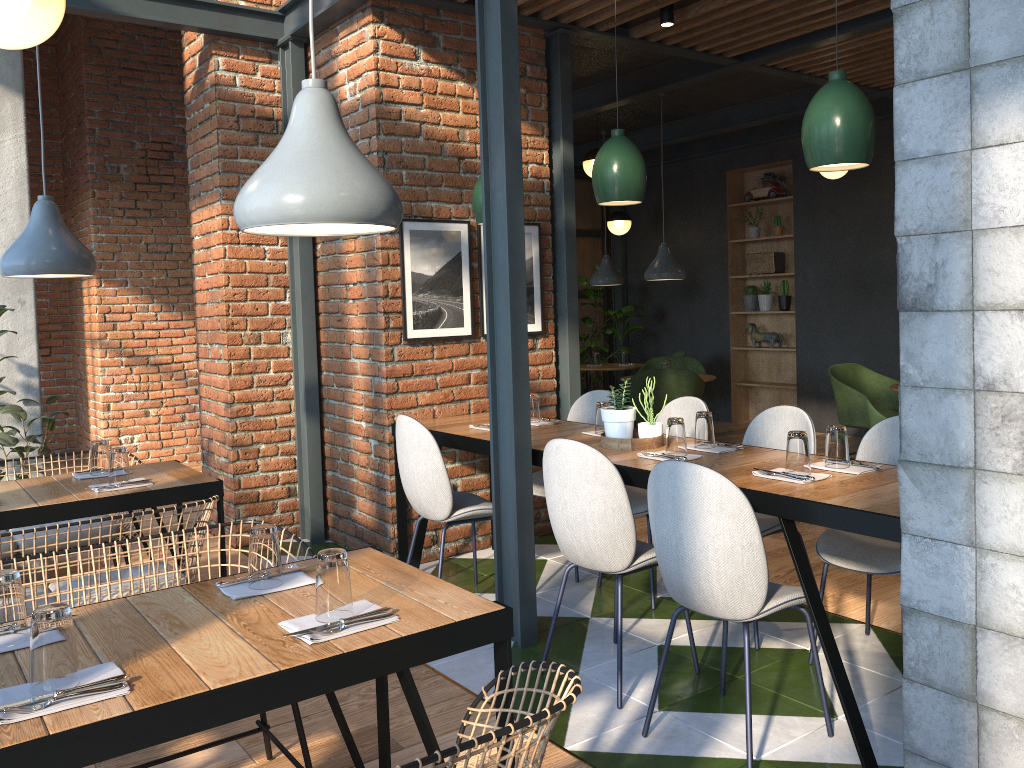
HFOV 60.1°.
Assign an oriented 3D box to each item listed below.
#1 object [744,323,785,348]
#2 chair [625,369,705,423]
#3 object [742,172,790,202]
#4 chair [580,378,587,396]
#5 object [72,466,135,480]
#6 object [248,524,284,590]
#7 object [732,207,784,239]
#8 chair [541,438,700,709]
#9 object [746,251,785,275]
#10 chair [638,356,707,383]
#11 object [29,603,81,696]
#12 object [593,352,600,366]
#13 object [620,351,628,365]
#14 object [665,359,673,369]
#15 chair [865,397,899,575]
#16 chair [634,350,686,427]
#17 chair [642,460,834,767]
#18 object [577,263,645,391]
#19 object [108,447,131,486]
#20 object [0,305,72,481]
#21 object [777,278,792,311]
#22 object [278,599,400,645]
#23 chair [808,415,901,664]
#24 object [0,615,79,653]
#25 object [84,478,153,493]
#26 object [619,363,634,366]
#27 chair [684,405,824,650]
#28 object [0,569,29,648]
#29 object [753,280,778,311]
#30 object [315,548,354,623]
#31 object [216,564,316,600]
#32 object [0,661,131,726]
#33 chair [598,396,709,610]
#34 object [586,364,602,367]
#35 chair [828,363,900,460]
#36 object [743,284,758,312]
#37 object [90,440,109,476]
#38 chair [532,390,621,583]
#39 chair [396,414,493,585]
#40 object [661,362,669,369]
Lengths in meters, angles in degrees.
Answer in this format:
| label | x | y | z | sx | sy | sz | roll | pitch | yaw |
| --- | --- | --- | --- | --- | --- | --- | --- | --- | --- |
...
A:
| label | x | y | z | sx | sy | sz | roll | pitch | yaw |
| --- | --- | --- | --- | --- | --- | --- | --- | --- | --- |
| object | 2.651 | -0.511 | 9.297 | 0.151 | 0.257 | 0.522 | -4 | 5 | -36 |
| chair | 1.236 | 0.267 | 7.120 | 0.638 | 0.817 | 0.516 | -1 | 3 | 9 |
| object | 2.640 | -2.045 | 9.204 | 0.204 | 0.284 | 0.517 | -4 | 5 | -36 |
| chair | 0.512 | 0.104 | 9.209 | 0.515 | 0.817 | 0.640 | -2 | 3 | -4 |
| object | -1.687 | 0.364 | 3.673 | 0.243 | 0.019 | 0.157 | -5 | 6 | -35 |
| object | -0.581 | 0.403 | 2.081 | 0.080 | 0.138 | 0.080 | 0 | 3 | 29 |
| object | 2.579 | -1.690 | 9.261 | 0.537 | 0.328 | 0.174 | 1 | 4 | 34 |
| chair | 0.376 | 0.610 | 3.208 | 0.508 | 0.886 | 0.418 | -4 | 4 | -39 |
| object | 2.653 | -1.266 | 9.284 | 0.199 | 0.241 | 0.340 | -5 | 5 | -41 |
| chair | 1.467 | 0.170 | 8.124 | 0.638 | 0.817 | 0.516 | -1 | 3 | 14 |
| object | -0.798 | 0.458 | 1.541 | 0.080 | 0.138 | 0.080 | 0 | 3 | 29 |
| object | 0.879 | -0.264 | 9.231 | 0.080 | 0.138 | 0.080 | 0 | 4 | 32 |
| object | 1.165 | -0.270 | 9.200 | 0.080 | 0.138 | 0.080 | -4 | 3 | -28 |
| object | 1.366 | -0.145 | 7.723 | 0.080 | 0.138 | 0.080 | -2 | 3 | 2 |
| chair | 2.037 | 0.482 | 4.408 | 0.515 | 0.817 | 0.640 | -1 | 4 | 19 |
| chair | 1.543 | 0.070 | 9.213 | 0.515 | 0.817 | 0.640 | -2 | 3 | 1 |
| chair | 0.680 | 0.643 | 2.720 | 0.508 | 0.886 | 0.418 | -4 | 4 | -39 |
| object | 1.015 | -0.473 | 10.018 | 1.058 | 1.791 | 0.722 | -3 | 3 | -25 |
| object | -1.514 | 0.315 | 3.413 | 0.080 | 0.138 | 0.080 | 0 | 3 | 28 |
| object | -2.543 | 0.322 | 4.043 | 0.860 | 1.494 | 0.899 | -3 | 3 | -17 |
| object | 2.786 | -0.921 | 9.056 | 0.144 | 0.349 | 0.144 | -3 | 3 | -19 |
| object | -0.366 | 0.485 | 1.824 | 0.243 | 0.019 | 0.157 | -6 | 6 | -37 |
| chair | 1.361 | 0.578 | 3.202 | 0.508 | 0.886 | 0.418 | -4 | 4 | -40 |
| object | -1.009 | 0.508 | 1.803 | 0.243 | 0.019 | 0.157 | -6 | 6 | -36 |
| object | -1.508 | 0.383 | 3.390 | 0.243 | 0.019 | 0.157 | -5 | 6 | -35 |
| object | 1.187 | -0.203 | 9.179 | 0.157 | 0.019 | 0.243 | -1 | 5 | 9 |
| chair | 0.991 | 0.551 | 3.643 | 0.508 | 0.886 | 0.419 | -4 | 3 | -30 |
| object | -1.014 | 0.445 | 1.769 | 0.080 | 0.138 | 0.080 | -4 | 4 | -33 |
| object | 2.644 | -0.923 | 9.249 | 0.213 | 0.329 | 0.233 | -4 | 4 | -30 |
| object | -0.373 | 0.417 | 1.847 | 0.080 | 0.138 | 0.080 | -4 | 4 | -34 |
| object | -0.574 | 0.466 | 2.115 | 0.243 | 0.019 | 0.157 | -5 | 6 | -34 |
| object | -0.789 | 0.526 | 1.520 | 0.243 | 0.019 | 0.157 | -5 | 6 | -34 |
| chair | 0.673 | 0.518 | 4.121 | 0.508 | 0.886 | 0.419 | -4 | 3 | -29 |
| object | 0.860 | -0.199 | 9.249 | 0.157 | 0.019 | 0.243 | -1 | 5 | 9 |
| chair | 2.691 | 0.265 | 6.605 | 0.639 | 0.817 | 0.515 | -4 | 4 | -36 |
| object | 2.549 | -0.921 | 9.445 | 0.190 | 0.294 | 0.173 | 0 | 3 | 28 |
| object | -1.693 | 0.301 | 3.639 | 0.080 | 0.138 | 0.080 | 0 | 3 | 28 |
| chair | 0.320 | 0.492 | 4.541 | 0.508 | 0.886 | 0.418 | -4 | 4 | -40 |
| chair | -0.256 | 0.559 | 4.011 | 0.508 | 0.886 | 0.419 | -4 | 3 | -29 |
| object | 1.288 | -0.118 | 7.447 | 0.080 | 0.138 | 0.080 | -2 | 3 | 2 |
